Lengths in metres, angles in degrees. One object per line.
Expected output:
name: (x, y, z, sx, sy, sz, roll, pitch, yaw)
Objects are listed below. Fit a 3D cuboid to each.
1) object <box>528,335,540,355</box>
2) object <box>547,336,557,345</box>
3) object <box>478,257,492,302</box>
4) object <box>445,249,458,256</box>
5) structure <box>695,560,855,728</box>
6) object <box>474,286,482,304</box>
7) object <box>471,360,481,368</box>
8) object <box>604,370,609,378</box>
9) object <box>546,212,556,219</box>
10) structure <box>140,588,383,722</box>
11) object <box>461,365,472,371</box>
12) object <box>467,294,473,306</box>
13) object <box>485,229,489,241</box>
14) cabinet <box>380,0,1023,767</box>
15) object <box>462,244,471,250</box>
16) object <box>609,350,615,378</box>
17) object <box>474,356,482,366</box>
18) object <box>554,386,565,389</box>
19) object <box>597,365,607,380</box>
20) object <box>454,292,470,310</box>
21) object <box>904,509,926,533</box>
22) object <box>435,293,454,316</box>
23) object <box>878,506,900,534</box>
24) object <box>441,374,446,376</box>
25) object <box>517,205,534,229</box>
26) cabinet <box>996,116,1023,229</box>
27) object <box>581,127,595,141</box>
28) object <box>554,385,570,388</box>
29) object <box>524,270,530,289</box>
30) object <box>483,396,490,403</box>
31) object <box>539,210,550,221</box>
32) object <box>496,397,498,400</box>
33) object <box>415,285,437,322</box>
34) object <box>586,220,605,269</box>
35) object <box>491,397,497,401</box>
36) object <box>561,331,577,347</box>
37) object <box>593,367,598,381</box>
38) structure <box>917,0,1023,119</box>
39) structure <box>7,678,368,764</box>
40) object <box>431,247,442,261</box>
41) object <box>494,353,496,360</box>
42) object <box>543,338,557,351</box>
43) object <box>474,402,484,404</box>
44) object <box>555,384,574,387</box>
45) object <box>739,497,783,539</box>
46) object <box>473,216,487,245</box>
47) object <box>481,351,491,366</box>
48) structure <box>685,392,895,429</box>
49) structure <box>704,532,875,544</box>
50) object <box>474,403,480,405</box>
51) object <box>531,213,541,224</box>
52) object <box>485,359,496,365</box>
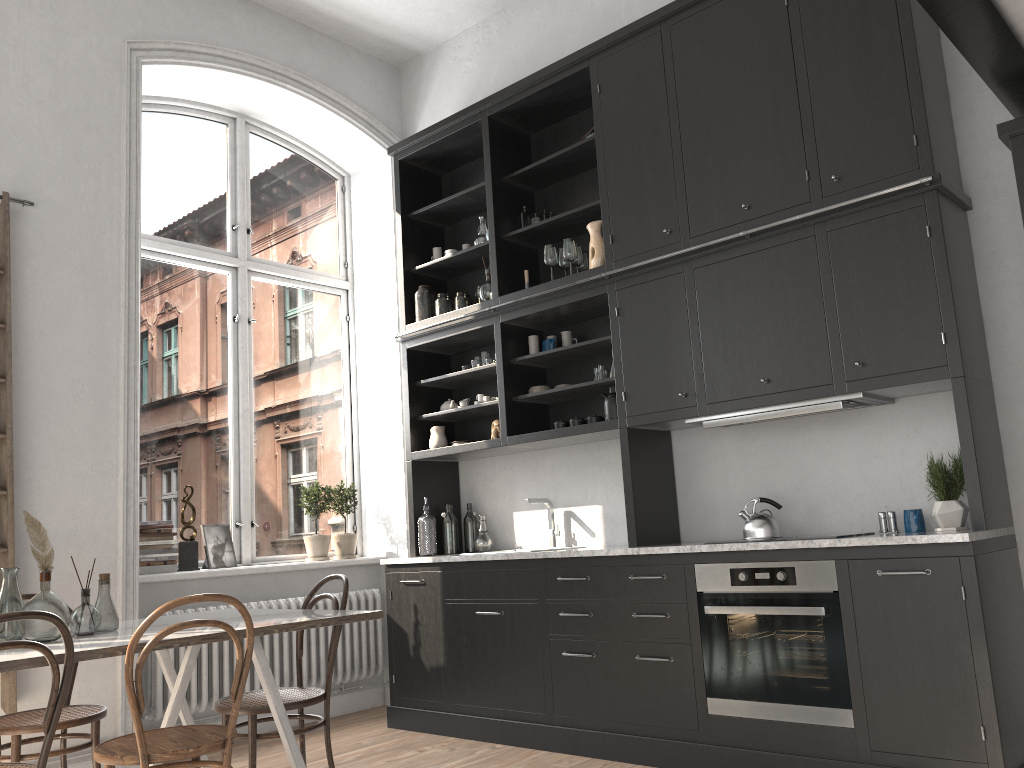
object: (0.129, -0.205, 5.094, 0.059, 0.135, 0.082, -5, -9, 9)
object: (0.224, -0.207, 5.121, 0.082, 0.135, 0.059, 0, -10, -20)
object: (-0.136, -0.643, 5.212, 0.134, 0.357, 0.135, -3, -9, -3)
object: (-0.384, -0.800, 5.662, 0.096, 0.095, 0.096, -1, -10, -14)
structure: (1.224, 1.061, 3.794, 0.622, 0.622, 0.618, -12, -13, 41)
object: (-0.179, -0.507, 5.478, 0.092, 0.184, 0.092, 3, -11, -33)
object: (-0.216, -0.107, 5.341, 0.064, 0.069, 0.064, -3, -9, -1)
object: (0.518, -0.029, 4.855, 0.058, 0.094, 0.058, -7, -10, 18)
object: (0.232, -0.938, 5.152, 0.044, 0.121, 0.058, 0, -10, -21)
structure: (-1.402, 1.534, 5.159, 0.195, 0.551, 1.578, -12, -13, 41)
object: (-0.273, -0.083, 5.399, 0.071, 0.047, 0.072, -2, -10, -10)
object: (-0.296, -0.472, 5.610, 0.092, 0.184, 0.092, -5, -9, 7)
object: (-0.105, -0.998, 5.335, 0.123, 0.340, 0.119, 2, -11, -29)
cabinet: (0.571, -0.027, 4.514, 3.253, 3.578, 0.635, -12, -12, 41)
object: (-0.282, -0.825, 5.669, 0.059, 0.135, 0.082, 1, -10, -25)
object: (0.544, -0.099, 4.645, 0.083, 0.157, 0.084, -8, -10, 26)
object: (-0.202, -0.111, 5.438, 0.060, 0.107, 0.061, -5, -9, 9)
object: (0.301, 0.043, 5.024, 0.132, 0.038, 0.132, -3, -10, -1)
object: (0.475, -0.053, 4.701, 0.058, 0.094, 0.058, -2, -9, -9)
object: (-0.307, -0.484, 5.463, 0.097, 0.150, 0.097, -9, -11, 30)
object: (1.675, 0.570, 3.696, 0.082, 0.093, 0.140, -9, -11, 31)
object: (-0.420, -0.475, 5.490, 0.114, 0.155, 0.114, 6, -13, -44)
object: (1.605, 0.580, 3.789, 0.040, 0.116, 0.080, 5, -13, -43)
object: (-0.413, -0.032, 5.647, 0.071, 0.047, 0.072, -2, -10, -10)
object: (0.081, -0.957, 5.218, 0.084, 0.199, 0.065, 1, -10, -26)
cabinet: (2.515, 0.161, 2.726, 1.402, 2.368, 0.634, -12, -12, 41)
object: (0.446, -1.355, 4.975, 0.056, 0.121, 0.167, 0, -10, -23)
object: (0.300, 0.035, 5.026, 0.124, 0.035, 0.124, -9, -11, 29)
object: (0.087, -0.579, 5.086, 0.123, 0.161, 0.123, 4, -12, -39)
object: (-0.153, 0.102, 5.260, 0.049, 0.054, 0.039, 0, -10, -22)
object: (0.200, -0.946, 5.258, 0.065, 0.176, 0.084, 1, -10, -26)
object: (-0.073, 0.094, 5.257, 0.048, 0.041, 0.058, -7, -10, 19)
object: (-0.541, -0.495, 5.576, 0.118, 0.238, 0.118, -8, -10, 27)
object: (0.451, -0.722, 4.693, 0.094, 0.266, 0.116, -3, -9, -6)
object: (-0.097, 0.102, 5.266, 0.049, 0.040, 0.056, -6, -10, 14)
object: (0.323, -0.229, 5.024, 0.082, 0.135, 0.059, -8, -10, 24)
object: (0.460, -0.040, 4.770, 0.058, 0.094, 0.058, -2, -9, -9)
structure: (1.664, -2.123, 0.153, 4.161, 1.211, 5.930, -12, -13, 41)
structure: (-2.691, -0.359, 4.031, 0.340, 4.468, 5.184, -12, -12, 41)
object: (-0.481, -0.804, 5.718, 0.059, 0.135, 0.082, 0, -10, -20)
object: (-0.070, -0.143, 5.187, 0.064, 0.069, 0.064, -10, -11, 34)
object: (0.213, -0.203, 5.011, 0.082, 0.093, 0.140, -5, -10, 7)
object: (-0.182, 0.120, 5.312, 0.085, 0.016, 0.085, -1, -10, -17)
object: (0.300, 0.027, 5.027, 0.112, 0.035, 0.113, -3, -10, -6)
object: (1.136, 0.612, 4.062, 0.171, 0.185, 0.171, 4, -12, -37)
object: (-0.174, -0.915, 5.433, 0.132, 0.219, 0.132, -6, -10, 16)
object: (-0.155, -0.137, 5.306, 0.060, 0.107, 0.061, 0, -10, -20)
structure: (1.251, 0.112, 4.056, 0.844, 0.123, 0.379, -12, -13, 41)
structure: (1.203, 0.673, 3.863, 0.593, 0.011, 0.428, -12, -13, 41)
object: (-0.182, 0.127, 5.312, 0.085, 0.014, 0.085, -9, -11, 28)
object: (0.141, -0.934, 5.146, 0.053, 0.124, 0.041, -5, -9, 9)
object: (-0.124, -0.120, 5.239, 0.071, 0.047, 0.072, -2, -10, -10)
